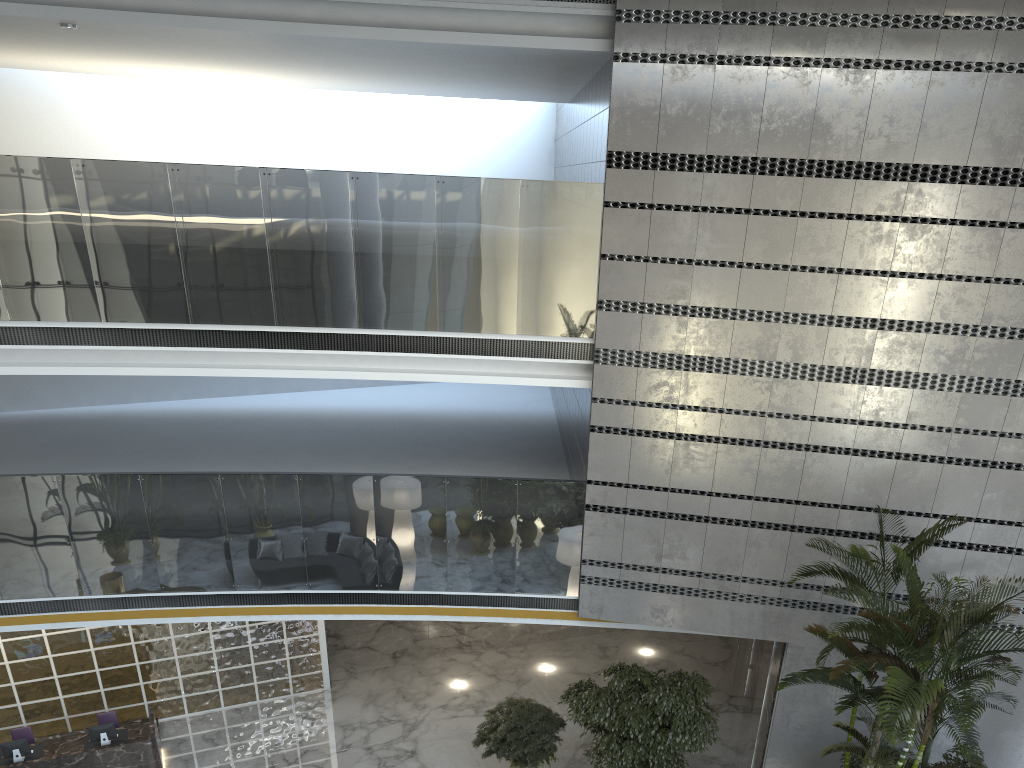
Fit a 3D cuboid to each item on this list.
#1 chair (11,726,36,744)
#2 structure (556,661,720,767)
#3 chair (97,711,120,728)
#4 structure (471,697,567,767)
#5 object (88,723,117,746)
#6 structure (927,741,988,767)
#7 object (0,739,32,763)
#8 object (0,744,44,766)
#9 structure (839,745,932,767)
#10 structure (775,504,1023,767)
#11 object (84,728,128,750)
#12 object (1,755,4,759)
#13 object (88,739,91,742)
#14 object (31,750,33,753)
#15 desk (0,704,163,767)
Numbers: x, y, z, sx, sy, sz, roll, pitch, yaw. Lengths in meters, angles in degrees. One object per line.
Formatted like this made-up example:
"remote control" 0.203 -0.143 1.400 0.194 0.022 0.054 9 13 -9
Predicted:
"chair" -6.211 4.711 10.933 0.257 0.650 0.308 -9 25 -22
"structure" 1.621 4.501 10.943 1.874 2.193 1.591 20 28 40
"chair" -5.301 4.661 11.315 0.257 0.650 0.308 -9 25 -22
"structure" 0.139 4.717 11.261 1.120 1.475 1.131 12 23 24
"object" -5.175 4.434 10.848 0.292 0.327 0.102 -6 25 -22
"structure" 4.683 4.993 8.784 1.862 2.547 1.675 1 21 -2
"object" -6.064 4.483 10.475 0.292 0.327 0.102 -6 25 -22
"object" -6.085 4.619 10.601 0.513 0.005 0.374 -3 15 -23
"structure" 4.527 5.052 10.261 1.121 1.715 1.271 -13 25 -32
"structure" 3.810 3.616 8.844 2.373 5.163 2.339 9 24 18
"object" -5.196 4.570 10.975 0.513 0.005 0.374 -3 15 -23
"object" -6.288 4.602 10.578 0.036 0.019 0.058 -5 16 -23
"object" -5.399 4.553 10.951 0.036 0.019 0.058 -5 16 -23
"object" -6.104 4.597 10.653 0.265 0.012 0.064 -3 15 -23
"desk" -6.309 4.798 11.110 3.169 0.789 1.435 -4 17 -23
